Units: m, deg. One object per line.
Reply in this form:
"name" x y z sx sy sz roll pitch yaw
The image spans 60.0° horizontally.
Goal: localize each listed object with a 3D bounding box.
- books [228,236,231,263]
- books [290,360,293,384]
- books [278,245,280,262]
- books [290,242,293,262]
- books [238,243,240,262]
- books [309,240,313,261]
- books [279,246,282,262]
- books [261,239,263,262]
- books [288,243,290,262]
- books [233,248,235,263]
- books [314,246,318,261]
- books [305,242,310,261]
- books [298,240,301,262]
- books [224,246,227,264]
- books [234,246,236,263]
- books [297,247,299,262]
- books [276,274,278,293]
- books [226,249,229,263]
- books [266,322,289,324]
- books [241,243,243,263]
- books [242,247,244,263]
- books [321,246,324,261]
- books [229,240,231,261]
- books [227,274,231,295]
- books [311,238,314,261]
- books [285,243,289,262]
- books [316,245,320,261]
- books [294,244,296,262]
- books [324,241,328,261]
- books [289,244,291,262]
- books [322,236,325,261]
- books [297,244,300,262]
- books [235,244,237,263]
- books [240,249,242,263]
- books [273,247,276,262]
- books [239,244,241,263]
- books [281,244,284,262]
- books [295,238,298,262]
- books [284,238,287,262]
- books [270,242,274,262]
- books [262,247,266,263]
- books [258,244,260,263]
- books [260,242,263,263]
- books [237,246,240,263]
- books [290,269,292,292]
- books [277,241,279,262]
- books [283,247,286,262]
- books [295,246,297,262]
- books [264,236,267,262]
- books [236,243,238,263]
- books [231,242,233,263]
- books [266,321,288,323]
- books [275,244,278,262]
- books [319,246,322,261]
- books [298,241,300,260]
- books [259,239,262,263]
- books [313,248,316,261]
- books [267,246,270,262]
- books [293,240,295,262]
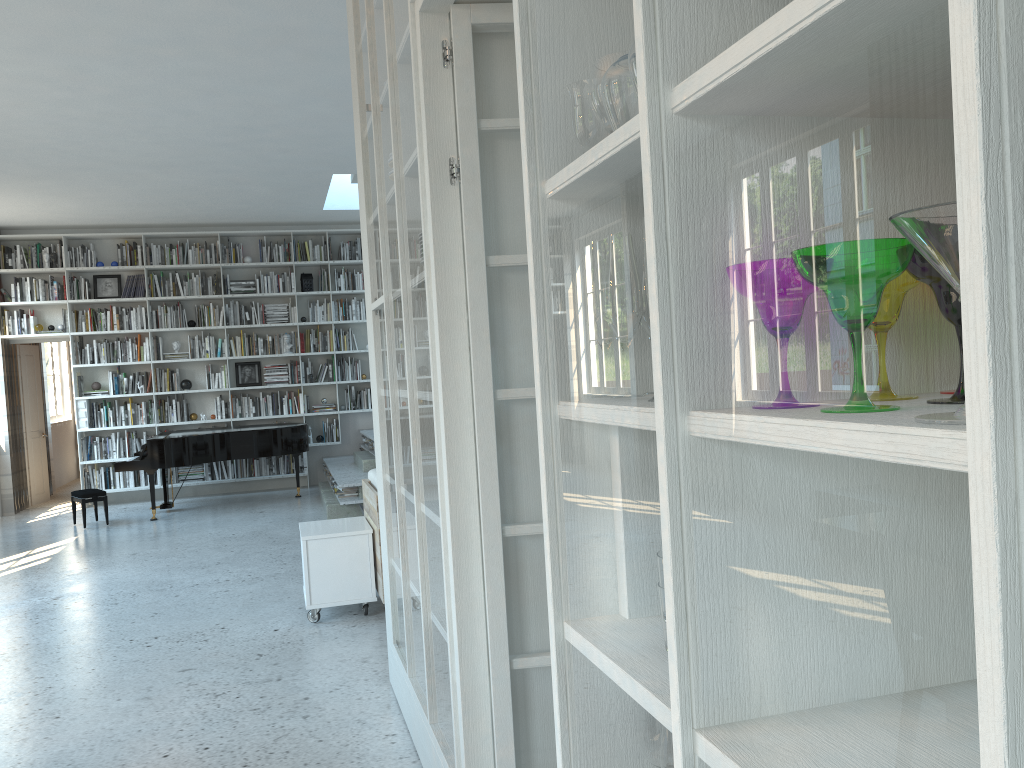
"books" -3.405 -1.596 10.686 0.014 0.341 0.145 -4 2 -15
"books" -2.714 -0.148 10.910 0.011 0.299 0.130 -4 2 -15
"books" -2.841 -1.570 10.821 0.012 0.217 0.179 -4 2 -15
"books" -2.703 -1.600 10.873 0.022 0.257 0.136 -4 2 -15
"books" -3.290 -1.561 10.704 0.005 0.255 0.168 -4 2 -15
"books" -2.481 -1.623 10.932 0.030 0.274 0.151 -4 2 -15
"books" -2.819 -1.564 10.809 0.023 0.202 0.193 -4 2 -15
"books" -3.034 -1.598 10.775 0.011 0.296 0.157 -4 2 -15
"books" -2.734 -1.591 10.867 0.014 0.244 0.145 -4 2 -15
"books" -3.350 -1.527 10.694 0.023 0.195 0.172 -4 2 -15
"books" -2.417 -1.590 10.930 0.024 0.202 0.180 -4 2 -15
"books" -2.515 -1.610 10.902 0.054 0.255 0.190 -4 2 -15
"books" -2.611 -1.617 10.893 0.007 0.279 0.150 -4 2 -15
"books" -3.444 -1.537 10.676 0.023 0.228 0.157 -4 2 -15
"books" -3.342 -1.547 10.717 0.006 0.233 0.136 -4 2 -15
"books" -2.632 -1.572 10.887 0.015 0.193 0.160 -4 2 -15
"books" -2.869 -1.212 10.839 0.011 0.239 0.139 -4 2 -15
"books" -3.417 -1.522 10.671 0.026 0.194 0.166 -4 2 -15
"books" -2.866 -0.743 10.836 0.254 0.012 0.161 -4 1 -19
"books" -3.261 -1.563 10.714 0.011 0.256 0.143 -4 2 -15
"books" -3.259 -1.553 10.735 0.004 0.235 0.137 -4 2 -15
"books" -2.343 -1.591 10.959 0.022 0.194 0.181 -4 2 -15
"books" -3.391 -1.575 10.685 0.010 0.296 0.153 -4 2 -15
"books" -3.404 -1.182 10.665 0.021 0.249 0.191 -4 2 -15
"books" -2.458 -1.635 10.920 0.010 0.297 0.167 -4 2 -15
"books" -2.751 -1.590 10.851 0.028 0.244 0.161 -4 2 -15
"books" -2.389 -1.597 10.933 0.031 0.213 0.169 -4 2 -15
"books" -2.665 -1.613 10.866 0.008 0.279 0.170 -4 2 -15
"books" -2.304 -1.623 10.953 0.029 0.253 0.186 -4 2 -15
"books" -2.718 -1.589 10.862 0.014 0.239 0.153 -4 2 -15
"books" -2.334 -1.660 10.978 0.012 0.330 0.128 -4 2 -15
"books" -2.616 -1.596 10.864 0.007 0.239 0.191 -4 2 -15
"books" -3.330 -1.555 10.706 0.014 0.248 0.139 -4 2 -15
"books" -3.271 -1.528 10.719 0.010 0.187 0.152 -4 2 -15
"books" -2.894 -1.560 10.806 0.033 0.203 0.166 -4 2 -15
"books" -3.286 -1.558 10.725 0.013 0.249 0.148 -4 2 -15
"books" -2.807 -1.581 10.858 0.026 0.234 0.137 -4 2 -15
"books" -2.644 -1.624 10.876 0.007 0.298 0.181 -4 2 -15
"books" -2.774 -1.621 10.853 0.012 0.308 0.138 -4 2 -15
"books" -2.930 -1.591 10.816 0.028 0.270 0.140 -4 2 -15
"books" -3.014 -1.555 10.794 0.031 0.208 0.146 -4 2 -15
"books" -3.069 -1.570 10.776 0.012 0.245 0.151 -4 2 -15
"books" -3.045 -1.582 10.781 0.011 0.267 0.129 -4 2 -15
"books" -3.300 -1.542 10.704 0.016 0.219 0.144 -4 2 -15
"books" -2.715 -1.252 10.884 0.010 0.299 0.133 -4 2 -15
"books" -2.850 -1.596 10.807 0.010 0.270 0.180 -4 2 -15
"books" -2.785 -1.568 10.858 0.014 0.204 0.135 -4 2 -15
"books" -2.657 -1.576 10.891 0.016 0.204 0.143 -4 2 -15
"books" -2.992 -1.618 10.775 0.010 0.331 0.186 -4 2 -15
"books" -3.316 -1.564 10.703 0.013 0.264 0.147 -4 2 -15
"books" -3.365 -1.560 10.677 0.011 0.265 0.163 -4 2 -15
"books" -2.868 -0.756 10.838 0.254 0.012 0.161 -4 1 -12
"books" -2.869 -1.578 10.818 0.023 0.236 0.154 -4 2 -15
"books" -2.368 -1.594 10.960 0.025 0.203 0.162 -4 2 -15
"books" -2.614 -1.606 10.880 0.006 0.260 0.166 -4 2 -15
"books" -3.053 -1.594 10.762 0.014 0.292 0.176 -4 2 -15
"books" -2.438 -1.578 10.923 0.022 0.180 0.173 -4 2 -15
"books" -2.961 -1.560 10.790 0.050 0.211 0.172 -4 2 -15
"books" -2.680 -1.615 10.881 0.012 0.285 0.159 -4 2 -15
